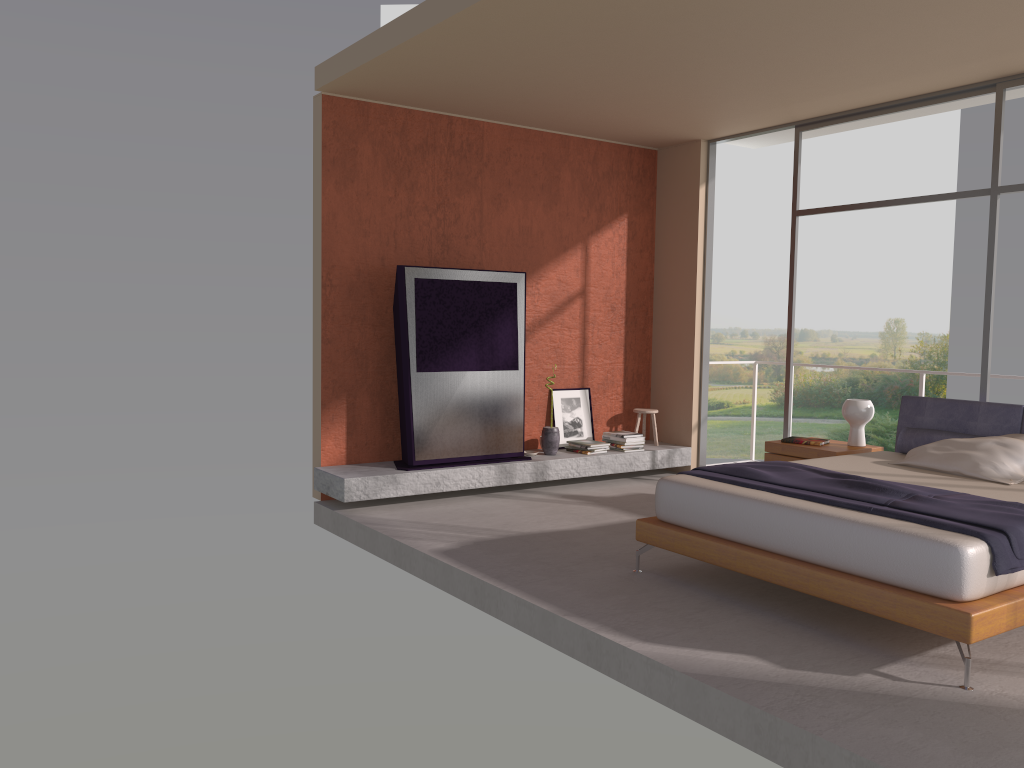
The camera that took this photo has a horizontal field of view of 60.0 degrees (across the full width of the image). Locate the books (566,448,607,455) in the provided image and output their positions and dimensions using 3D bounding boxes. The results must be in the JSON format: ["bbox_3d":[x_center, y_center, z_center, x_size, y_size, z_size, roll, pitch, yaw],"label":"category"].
[{"bbox_3d":[0.677,0.603,8.025,0.247,0.025,0.287,-2,5,-38],"label":"books"}]

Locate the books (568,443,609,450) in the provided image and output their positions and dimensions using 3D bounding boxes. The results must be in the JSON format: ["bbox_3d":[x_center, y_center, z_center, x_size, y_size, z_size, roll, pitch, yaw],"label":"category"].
[{"bbox_3d":[0.695,0.558,8.026,0.247,0.025,0.287,-1,5,-32],"label":"books"}]

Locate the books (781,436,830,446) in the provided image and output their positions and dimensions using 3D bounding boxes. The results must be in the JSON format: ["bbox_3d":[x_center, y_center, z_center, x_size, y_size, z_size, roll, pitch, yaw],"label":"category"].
[{"bbox_3d":[2.204,0.428,6.656,0.287,0.025,0.247,4,5,36],"label":"books"}]

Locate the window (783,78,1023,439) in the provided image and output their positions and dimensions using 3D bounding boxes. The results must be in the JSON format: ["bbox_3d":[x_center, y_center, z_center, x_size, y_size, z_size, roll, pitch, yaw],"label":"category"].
[{"bbox_3d":[4.098,-0.424,5.141,0.075,3.133,6.106,-2,5,-34],"label":"window"}]

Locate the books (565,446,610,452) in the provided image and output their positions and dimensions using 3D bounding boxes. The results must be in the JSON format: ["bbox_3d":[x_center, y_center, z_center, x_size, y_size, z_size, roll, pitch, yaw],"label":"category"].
[{"bbox_3d":[0.684,0.579,8.038,0.328,0.018,0.247,4,5,40],"label":"books"}]

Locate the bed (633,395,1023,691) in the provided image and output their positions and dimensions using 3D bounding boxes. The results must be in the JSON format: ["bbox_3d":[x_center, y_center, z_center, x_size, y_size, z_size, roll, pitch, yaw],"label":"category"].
[{"bbox_3d":[2.271,0.643,5.002,2.462,0.959,2.017,-2,5,-34],"label":"bed"}]

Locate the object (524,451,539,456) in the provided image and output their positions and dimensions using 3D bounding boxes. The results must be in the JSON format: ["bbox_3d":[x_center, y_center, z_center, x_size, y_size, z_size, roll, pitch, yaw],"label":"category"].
[{"bbox_3d":[0.157,0.614,7.755,0.152,0.040,0.152,1,4,1],"label":"object"}]

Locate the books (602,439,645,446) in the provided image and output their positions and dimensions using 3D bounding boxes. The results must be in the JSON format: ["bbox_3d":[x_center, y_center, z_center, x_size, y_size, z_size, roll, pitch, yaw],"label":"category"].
[{"bbox_3d":[1.035,0.532,8.231,0.247,0.027,0.328,-2,5,-33],"label":"books"}]

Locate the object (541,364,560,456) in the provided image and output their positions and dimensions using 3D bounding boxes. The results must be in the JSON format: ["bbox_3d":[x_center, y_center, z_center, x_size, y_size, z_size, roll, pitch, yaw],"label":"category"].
[{"bbox_3d":[0.344,0.221,7.783,0.165,0.810,0.165,0,4,-11],"label":"object"}]

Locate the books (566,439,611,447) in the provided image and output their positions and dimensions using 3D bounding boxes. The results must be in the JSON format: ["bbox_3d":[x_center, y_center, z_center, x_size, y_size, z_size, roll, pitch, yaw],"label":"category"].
[{"bbox_3d":[0.692,0.536,8.028,0.247,0.018,0.328,-2,5,-37],"label":"books"}]

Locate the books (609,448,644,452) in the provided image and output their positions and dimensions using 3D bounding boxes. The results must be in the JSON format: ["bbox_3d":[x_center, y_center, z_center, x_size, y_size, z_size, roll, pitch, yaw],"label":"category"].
[{"bbox_3d":[1.034,0.599,8.235,0.247,0.018,0.328,-2,5,-33],"label":"books"}]

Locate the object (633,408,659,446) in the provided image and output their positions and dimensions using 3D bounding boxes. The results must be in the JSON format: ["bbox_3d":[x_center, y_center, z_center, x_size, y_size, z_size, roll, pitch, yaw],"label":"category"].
[{"bbox_3d":[1.299,0.419,8.571,0.260,0.349,0.257,3,4,25],"label":"object"}]

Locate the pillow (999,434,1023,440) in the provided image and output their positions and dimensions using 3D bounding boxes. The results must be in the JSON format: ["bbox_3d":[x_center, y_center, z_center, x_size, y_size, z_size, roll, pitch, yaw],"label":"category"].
[{"bbox_3d":[3.122,0.454,5.220,0.400,0.265,0.791,-1,5,-31],"label":"pillow"}]

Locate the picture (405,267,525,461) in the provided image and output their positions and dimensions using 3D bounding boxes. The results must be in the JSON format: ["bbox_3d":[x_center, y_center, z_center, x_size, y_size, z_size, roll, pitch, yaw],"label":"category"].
[{"bbox_3d":[-0.350,-0.167,7.168,1.129,1.496,0.126,-2,5,-34],"label":"picture"}]

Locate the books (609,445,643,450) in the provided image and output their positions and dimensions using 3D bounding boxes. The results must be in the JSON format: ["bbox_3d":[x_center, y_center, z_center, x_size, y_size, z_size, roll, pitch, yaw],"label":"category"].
[{"bbox_3d":[1.031,0.580,8.239,0.247,0.018,0.287,-2,5,-34],"label":"books"}]

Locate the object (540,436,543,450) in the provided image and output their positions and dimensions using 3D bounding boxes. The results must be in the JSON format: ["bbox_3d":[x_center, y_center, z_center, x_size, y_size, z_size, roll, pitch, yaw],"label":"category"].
[{"bbox_3d":[0.337,0.542,8.012,0.179,0.137,0.180,-1,4,-22],"label":"object"}]

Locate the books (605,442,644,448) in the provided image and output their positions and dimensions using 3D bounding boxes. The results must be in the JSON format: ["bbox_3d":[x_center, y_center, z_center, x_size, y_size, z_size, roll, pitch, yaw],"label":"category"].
[{"bbox_3d":[1.042,0.561,8.215,0.247,0.025,0.287,-1,4,-23],"label":"books"}]

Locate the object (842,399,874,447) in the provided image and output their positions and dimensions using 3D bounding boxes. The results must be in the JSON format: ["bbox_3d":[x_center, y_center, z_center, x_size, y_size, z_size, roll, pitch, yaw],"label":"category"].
[{"bbox_3d":[2.538,0.284,6.515,0.224,0.338,0.224,-1,4,-23],"label":"object"}]

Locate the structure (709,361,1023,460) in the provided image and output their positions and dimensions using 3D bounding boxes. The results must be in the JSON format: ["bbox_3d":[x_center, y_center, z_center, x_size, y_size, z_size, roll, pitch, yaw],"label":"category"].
[{"bbox_3d":[4.304,0.534,5.595,0.728,1.005,7.689,-2,5,-34],"label":"structure"}]

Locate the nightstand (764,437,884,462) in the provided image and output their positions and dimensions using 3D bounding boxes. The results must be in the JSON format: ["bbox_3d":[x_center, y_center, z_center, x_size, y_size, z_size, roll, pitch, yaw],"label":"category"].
[{"bbox_3d":[2.314,0.724,6.619,0.562,0.556,0.628,-2,5,-34],"label":"nightstand"}]

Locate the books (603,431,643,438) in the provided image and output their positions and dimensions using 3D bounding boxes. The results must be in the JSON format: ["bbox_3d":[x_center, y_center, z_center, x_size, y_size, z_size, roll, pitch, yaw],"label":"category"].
[{"bbox_3d":[1.033,0.468,8.231,0.247,0.025,0.287,-2,5,-34],"label":"books"}]

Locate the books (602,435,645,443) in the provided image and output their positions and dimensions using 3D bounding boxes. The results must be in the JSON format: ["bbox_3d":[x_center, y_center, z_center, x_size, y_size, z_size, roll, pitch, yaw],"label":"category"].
[{"bbox_3d":[1.036,0.500,8.228,0.247,0.038,0.319,-2,5,-37],"label":"books"}]

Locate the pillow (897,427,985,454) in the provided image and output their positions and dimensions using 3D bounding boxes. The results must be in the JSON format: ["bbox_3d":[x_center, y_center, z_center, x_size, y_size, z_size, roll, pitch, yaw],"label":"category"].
[{"bbox_3d":[3.135,0.441,5.559,0.205,0.201,1.470,-2,5,-34],"label":"pillow"}]

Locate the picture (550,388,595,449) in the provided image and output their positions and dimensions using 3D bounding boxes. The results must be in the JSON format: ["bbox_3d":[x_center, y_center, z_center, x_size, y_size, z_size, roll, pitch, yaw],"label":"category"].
[{"bbox_3d":[0.570,0.318,8.276,0.458,0.550,0.117,-2,5,-34],"label":"picture"}]

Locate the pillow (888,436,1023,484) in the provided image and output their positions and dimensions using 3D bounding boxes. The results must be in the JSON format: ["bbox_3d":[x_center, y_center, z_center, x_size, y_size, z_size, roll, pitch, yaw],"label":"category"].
[{"bbox_3d":[2.768,0.445,5.412,0.431,0.264,0.869,-1,4,-27],"label":"pillow"}]
